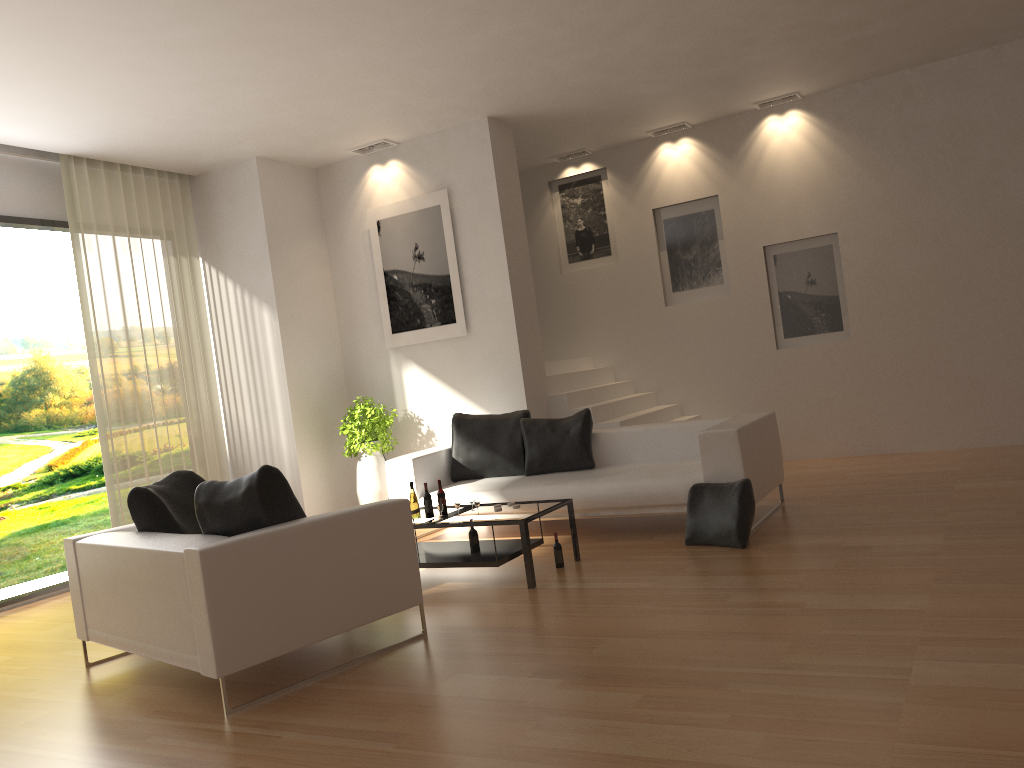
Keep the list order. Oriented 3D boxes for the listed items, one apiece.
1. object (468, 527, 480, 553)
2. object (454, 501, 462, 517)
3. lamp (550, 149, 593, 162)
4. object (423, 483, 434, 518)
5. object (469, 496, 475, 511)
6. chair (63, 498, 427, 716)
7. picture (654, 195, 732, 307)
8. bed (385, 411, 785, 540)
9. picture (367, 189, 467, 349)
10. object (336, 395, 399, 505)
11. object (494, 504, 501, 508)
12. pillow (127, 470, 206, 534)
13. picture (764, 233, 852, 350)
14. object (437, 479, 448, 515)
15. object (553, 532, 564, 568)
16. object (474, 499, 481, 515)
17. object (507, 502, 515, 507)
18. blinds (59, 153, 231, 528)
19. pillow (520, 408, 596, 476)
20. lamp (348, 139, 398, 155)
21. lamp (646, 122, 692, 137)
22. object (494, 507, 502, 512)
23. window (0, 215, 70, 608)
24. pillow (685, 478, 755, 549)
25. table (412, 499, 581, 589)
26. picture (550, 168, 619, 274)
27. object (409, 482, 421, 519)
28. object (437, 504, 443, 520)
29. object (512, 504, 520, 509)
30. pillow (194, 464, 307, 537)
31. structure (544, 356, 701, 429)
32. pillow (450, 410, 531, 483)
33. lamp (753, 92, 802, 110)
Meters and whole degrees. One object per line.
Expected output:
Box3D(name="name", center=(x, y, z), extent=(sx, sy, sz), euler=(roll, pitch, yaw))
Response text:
Box3D(name="object", center=(-0.260, 1.032, 5.991), extent=(0.065, 0.217, 0.065), euler=(-8, 1, 11))
Box3D(name="object", center=(-0.365, 0.838, 5.966), extent=(0.039, 0.101, 0.039), euler=(-8, 1, -13))
Box3D(name="lamp", center=(0.683, -2.729, 10.310), extent=(0.446, 0.166, 0.243), euler=(-7, 1, 29))
Box3D(name="object", center=(-0.578, 0.799, 6.082), extent=(0.059, 0.244, 0.059), euler=(-7, 1, 29))
Box3D(name="object", center=(-0.276, 0.824, 6.121), extent=(0.039, 0.101, 0.039), euler=(-8, 1, -13))
Box3D(name="chair", center=(-1.477, 1.103, 4.911), extent=(1.671, 0.761, 1.262), euler=(-7, 1, 44))
Box3D(name="picture", center=(2.019, -1.476, 9.911), extent=(0.802, 1.155, 0.005), euler=(-7, 1, 29))
Box3D(name="bed", center=(0.546, 0.800, 7.335), extent=(3.075, 0.761, 1.262), euler=(-7, 1, 29))
Box3D(name="picture", center=(-0.957, -1.125, 8.816), extent=(0.979, 1.431, 0.004), euler=(-7, 1, 29))
Box3D(name="object", center=(-1.384, 0.767, 8.825), extent=(0.570, 1.324, 0.631), euler=(-7, 1, 44))
Box3D(name="object", center=(-0.098, 0.834, 6.034), extent=(0.052, 0.021, 0.052), euler=(-8, 1, 6))
Box3D(name="pillow", center=(-1.946, 0.816, 5.243), extent=(0.291, 0.598, 0.660), euler=(-8, 1, 18))
Box3D(name="picture", center=(3.118, -0.964, 9.353), extent=(0.802, 1.155, 0.005), euler=(-7, 1, 29))
Box3D(name="object", center=(-0.488, 0.785, 6.138), extent=(0.057, 0.248, 0.057), euler=(-8, 1, -43))
Box3D(name="object", center=(0.306, 1.113, 5.926), extent=(0.059, 0.244, 0.059), euler=(-8, 1, 6))
Box3D(name="object", center=(-0.229, 0.820, 5.896), extent=(0.039, 0.101, 0.039), euler=(-8, 1, -13))
Box3D(name="object", center=(-0.004, 0.821, 6.047), extent=(0.052, 0.021, 0.052), euler=(-8, 1, 6))
Box3D(name="blinds", center=(-3.411, -0.264, 8.419), extent=(0.143, 3.861, 1.409), euler=(-8, 1, 26))
Box3D(name="pillow", center=(0.396, 0.503, 7.582), extent=(0.628, 0.524, 0.270), euler=(-8, 1, 13))
Box3D(name="lamp", center=(-1.392, -2.429, 8.829), extent=(0.446, 0.166, 0.243), euler=(-7, 1, 29))
Box3D(name="lamp", center=(1.716, -2.864, 9.733), extent=(0.446, 0.166, 0.243), euler=(-7, 1, 29))
Box3D(name="object", center=(-0.092, 0.834, 5.886), extent=(0.052, 0.021, 0.052), euler=(-8, 1, -39))
Box3D(name="window", center=(-4.520, 0.237, 6.758), extent=(0.152, 3.189, 5.198), euler=(-7, 1, 29))
Box3D(name="pillow", center=(1.423, 0.881, 6.010), extent=(0.340, 0.457, 0.503), euler=(-8, 1, -43))
Box3D(name="table", center=(-0.404, 1.125, 6.124), extent=(1.566, 0.460, 0.709), euler=(-7, 1, 29))
Box3D(name="picture", center=(0.857, -1.925, 10.509), extent=(0.802, 1.155, 0.005), euler=(-7, 1, 29))
Box3D(name="object", center=(-0.679, 0.805, 6.131), extent=(0.067, 0.257, 0.068), euler=(-8, 1, -43))
Box3D(name="object", center=(-0.476, 0.854, 5.927), extent=(0.039, 0.101, 0.039), euler=(-8, 1, -19))
Box3D(name="object", center=(0.029, 0.817, 5.909), extent=(0.052, 0.021, 0.052), euler=(-8, 1, 6))
Box3D(name="pillow", center=(-1.281, 0.740, 4.475), extent=(0.506, 0.666, 0.324), euler=(-8, 1, 19))
Box3D(name="structure", center=(0.164, 0.495, 9.971), extent=(4.625, 1.403, 1.839), euler=(-7, 1, 29))
Box3D(name="pillow", center=(-0.181, 0.554, 7.877), extent=(0.755, 0.666, 0.346), euler=(-8, 1, 15))
Box3D(name="lamp", center=(2.734, -2.998, 9.164), extent=(0.446, 0.166, 0.243), euler=(-7, 1, 29))
